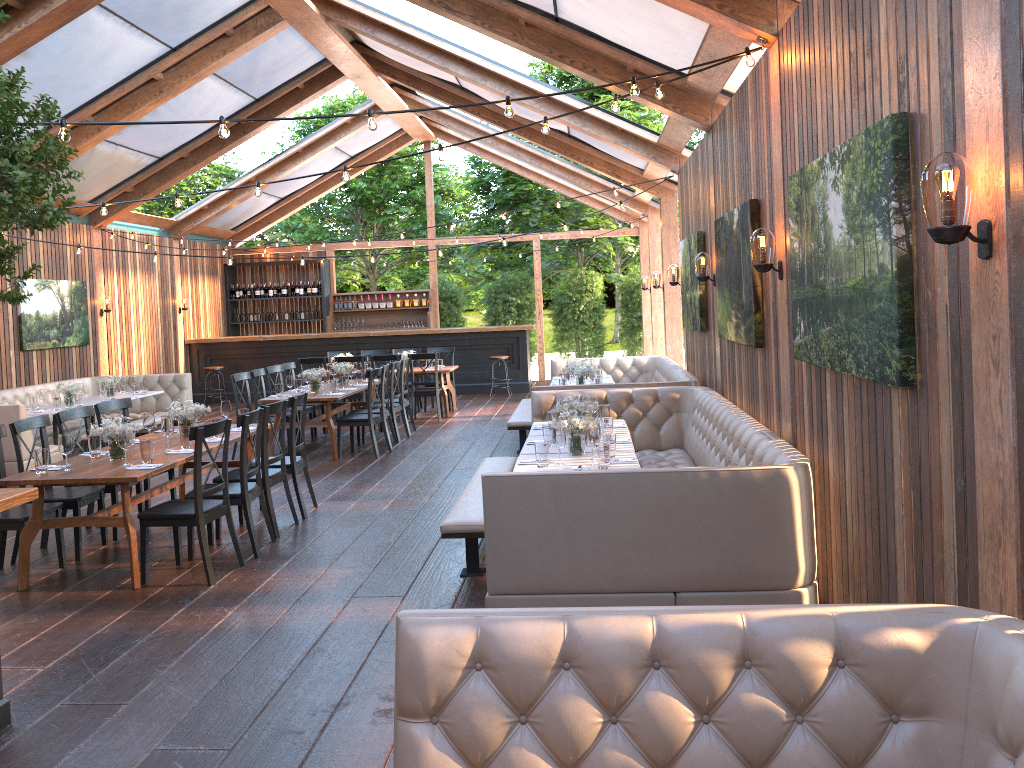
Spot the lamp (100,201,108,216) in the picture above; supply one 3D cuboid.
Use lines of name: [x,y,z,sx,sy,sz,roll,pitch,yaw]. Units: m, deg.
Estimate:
lamp: [-3.304,-1.420,7.161,0.056,0.121,0.056,-2,2,20]

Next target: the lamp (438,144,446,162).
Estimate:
lamp: [-0.479,-1.581,6.051,0.056,0.121,0.056,-2,2,17]

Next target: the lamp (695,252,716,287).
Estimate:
lamp: [1.761,-1.047,8.087,0.178,0.319,0.146,-2,2,5]

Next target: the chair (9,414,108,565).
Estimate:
chair: [-3.362,0.754,6.562,0.539,1.018,0.478,-2,2,0]

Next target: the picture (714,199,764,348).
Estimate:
picture: [1.700,-0.816,6.730,0.065,0.995,1.656,-2,4,5]

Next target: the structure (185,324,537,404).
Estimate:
structure: [-2.909,-0.387,17.343,6.799,1.273,0.859,-2,3,5]

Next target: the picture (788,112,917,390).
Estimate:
picture: [1.475,-0.554,3.997,0.065,0.995,1.656,-2,4,5]

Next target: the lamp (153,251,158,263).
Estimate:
lamp: [-3.793,-1.353,9.411,0.056,0.121,0.056,-3,2,-8]

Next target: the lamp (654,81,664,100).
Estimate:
lamp: [0.922,-1.834,5.523,0.056,0.120,0.056,-4,2,-29]

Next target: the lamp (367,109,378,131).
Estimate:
lamp: [-0.745,-1.414,4.733,0.056,0.120,0.056,-4,2,-29]

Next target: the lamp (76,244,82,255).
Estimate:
lamp: [-4.539,-1.410,9.267,0.056,0.120,0.056,-1,3,33]

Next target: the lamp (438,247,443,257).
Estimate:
lamp: [-0.812,-1.503,10.051,0.056,0.120,0.056,-4,3,-35]

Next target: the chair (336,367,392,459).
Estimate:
chair: [-1.762,0.330,10.421,0.539,1.018,0.479,-2,2,13]

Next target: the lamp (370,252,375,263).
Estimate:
lamp: [-1.556,-1.409,9.881,0.056,0.121,0.056,-2,2,4]

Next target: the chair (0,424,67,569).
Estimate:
chair: [-3.410,0.807,6.004,0.539,1.018,0.478,-2,2,5]

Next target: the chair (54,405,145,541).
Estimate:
chair: [-3.315,0.700,7.120,0.539,1.018,0.478,-2,2,5]

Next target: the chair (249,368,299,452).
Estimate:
chair: [-2.979,0.321,11.081,0.539,1.018,0.478,-2,2,0]

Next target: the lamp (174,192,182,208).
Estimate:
lamp: [-2.595,-1.429,6.879,0.056,0.121,0.056,-3,2,-20]

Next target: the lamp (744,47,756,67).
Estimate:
lamp: [1.419,-1.946,5.268,0.056,0.119,0.062,-1,3,40]

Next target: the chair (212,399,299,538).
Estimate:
chair: [-2.043,0.656,7.011,0.539,1.018,0.479,-2,2,8]

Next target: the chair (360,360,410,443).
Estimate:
chair: [-1.670,0.223,11.531,0.539,1.018,0.479,-2,2,11]

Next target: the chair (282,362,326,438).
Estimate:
chair: [-2.884,0.214,12.197,0.539,1.018,0.478,-2,2,5]

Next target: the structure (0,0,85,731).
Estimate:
structure: [-3.091,-0.277,3.084,2.713,3.689,2.861,-2,3,14]

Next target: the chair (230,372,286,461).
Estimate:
chair: [-3.026,0.375,10.523,0.539,1.018,0.478,-2,2,5]

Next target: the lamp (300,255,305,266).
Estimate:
lamp: [-2.304,-1.356,9.723,0.056,0.120,0.056,-2,2,11]

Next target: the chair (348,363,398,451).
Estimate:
chair: [-1.743,0.277,10.988,0.539,1.018,0.478,-2,2,2]

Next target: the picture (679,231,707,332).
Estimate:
picture: [1.929,-1.082,9.510,0.065,0.995,1.656,-2,4,5]

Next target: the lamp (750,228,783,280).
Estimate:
lamp: [1.527,-0.782,5.329,0.178,0.319,0.146,-2,2,5]

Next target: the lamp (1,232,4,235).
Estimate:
lamp: [-5.281,-1.508,9.126,0.071,0.116,0.056,-1,2,27]

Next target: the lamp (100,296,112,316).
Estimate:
lamp: [-6.555,-1.262,14.305,0.178,0.319,0.146,-2,2,5]

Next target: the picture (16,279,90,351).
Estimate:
picture: [-6.716,-1.033,13.011,0.065,0.995,1.656,-2,4,5]

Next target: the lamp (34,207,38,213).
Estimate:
lamp: [-4.011,-1.433,7.430,0.067,0.117,0.056,-4,3,-32]

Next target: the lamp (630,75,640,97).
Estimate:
lamp: [0.705,-1.716,5.104,0.065,0.118,0.056,-4,3,-36]

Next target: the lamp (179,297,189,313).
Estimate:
lamp: [-6.321,-1.525,17.054,0.178,0.319,0.146,-2,2,5]

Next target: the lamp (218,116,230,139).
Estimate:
lamp: [-1.483,-1.324,4.554,0.056,0.120,0.056,-3,2,-8]

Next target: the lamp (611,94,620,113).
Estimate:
lamp: [0.655,-1.782,5.621,0.056,0.121,0.056,-2,2,8]

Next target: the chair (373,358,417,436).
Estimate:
chair: [-1.629,0.170,12.089,0.539,1.018,0.478,-2,2,5]

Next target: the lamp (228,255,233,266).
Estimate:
lamp: [-3.043,-1.335,9.550,0.056,0.120,0.056,-2,2,24]

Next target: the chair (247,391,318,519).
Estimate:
chair: [-1.996,0.602,7.568,0.539,1.018,0.478,-2,2,0]

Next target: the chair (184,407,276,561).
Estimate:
chair: [-2.066,0.708,6.450,0.539,1.018,0.478,-2,2,0]

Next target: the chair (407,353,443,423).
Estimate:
chair: [-1.306,0.033,13.429,0.477,1.018,0.541,-2,2,0]

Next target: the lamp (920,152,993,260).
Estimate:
lamp: [1.295,-0.521,2.593,0.178,0.319,0.146,-2,2,5]

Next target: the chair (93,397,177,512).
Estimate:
chair: [-3.268,0.647,7.678,0.539,1.018,0.479,-2,2,10]

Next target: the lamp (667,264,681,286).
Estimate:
lamp: [1.992,-1.307,10.810,0.178,0.319,0.146,-2,2,5]

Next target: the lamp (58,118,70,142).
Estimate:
lamp: [-2.228,-1.261,4.399,0.056,0.121,0.056,-3,2,-14]

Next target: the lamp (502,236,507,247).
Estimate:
lamp: [-0.085,-1.648,10.233,0.056,0.120,0.056,-2,2,2]

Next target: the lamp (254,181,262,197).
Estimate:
lamp: [-1.895,-1.454,6.594,0.056,0.121,0.056,-5,3,-44]

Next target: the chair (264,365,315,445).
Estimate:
chair: [-2.932,0.268,11.639,0.539,1.018,0.479,-2,2,10]

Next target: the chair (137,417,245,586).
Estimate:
chair: [-2.150,0.763,5.896,0.539,1.018,0.479,-2,2,10]

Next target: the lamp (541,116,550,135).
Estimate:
lamp: [0.218,-1.691,5.784,0.056,0.121,0.056,-1,2,29]

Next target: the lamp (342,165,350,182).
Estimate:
lamp: [-1.185,-1.504,6.322,0.056,0.121,0.056,-2,2,14]

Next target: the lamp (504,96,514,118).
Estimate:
lamp: [-0.018,-1.542,4.927,0.062,0.119,0.056,-5,3,-43]
